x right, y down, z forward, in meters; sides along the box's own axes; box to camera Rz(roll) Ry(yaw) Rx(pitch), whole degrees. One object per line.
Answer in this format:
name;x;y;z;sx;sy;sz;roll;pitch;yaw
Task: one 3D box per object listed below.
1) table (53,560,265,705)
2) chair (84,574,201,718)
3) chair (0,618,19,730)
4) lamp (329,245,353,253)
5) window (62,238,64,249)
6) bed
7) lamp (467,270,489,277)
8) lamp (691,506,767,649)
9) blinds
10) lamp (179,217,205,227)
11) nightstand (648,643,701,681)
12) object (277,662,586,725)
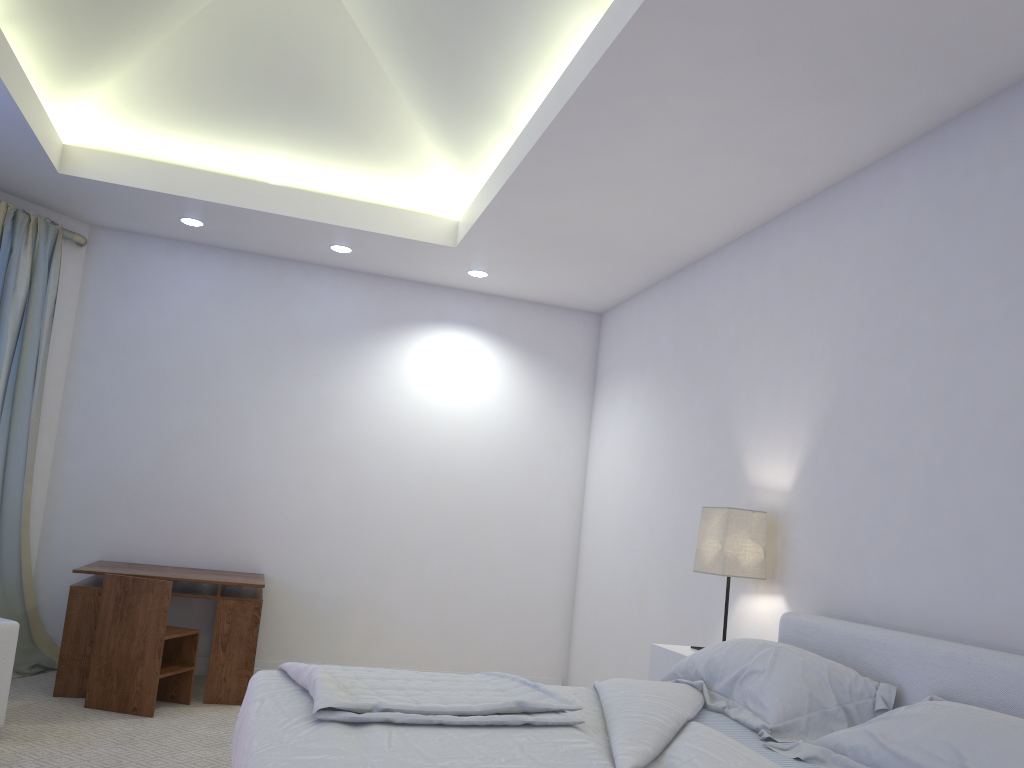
table;-1.817;1.301;4.704;0.902;0.596;0.744;8;-8;-15
chair;-1.735;1.225;4.225;0.340;0.606;0.342;5;-7;10
chair;-2.410;0.951;3.280;0.687;0.700;0.812;1;-9;29
lamp;-0.981;-0.769;5.084;0.138;0.014;0.137;15;-13;-43
window;-2.111;-0.304;1.615;0.815;2.012;6.880;8;-9;-15
bed;0.354;1.000;2.188;2.023;0.810;1.979;8;-9;-16
lamp;-0.204;-0.653;5.297;0.138;0.014;0.137;15;-13;-43
lamp;0.882;0.799;3.603;0.211;0.578;0.211;8;-7;-20
blinds;-2.755;0.217;4.300;0.295;2.403;1.783;2;-8;32
lamp;-1.761;-0.884;4.870;0.138;0.014;0.137;15;-13;-43
nightstand;1.083;1.227;2.449;0.401;0.596;2.563;8;-9;-15
object;-0.292;1.030;2.481;0.720;0.463;0.917;9;-9;-19
